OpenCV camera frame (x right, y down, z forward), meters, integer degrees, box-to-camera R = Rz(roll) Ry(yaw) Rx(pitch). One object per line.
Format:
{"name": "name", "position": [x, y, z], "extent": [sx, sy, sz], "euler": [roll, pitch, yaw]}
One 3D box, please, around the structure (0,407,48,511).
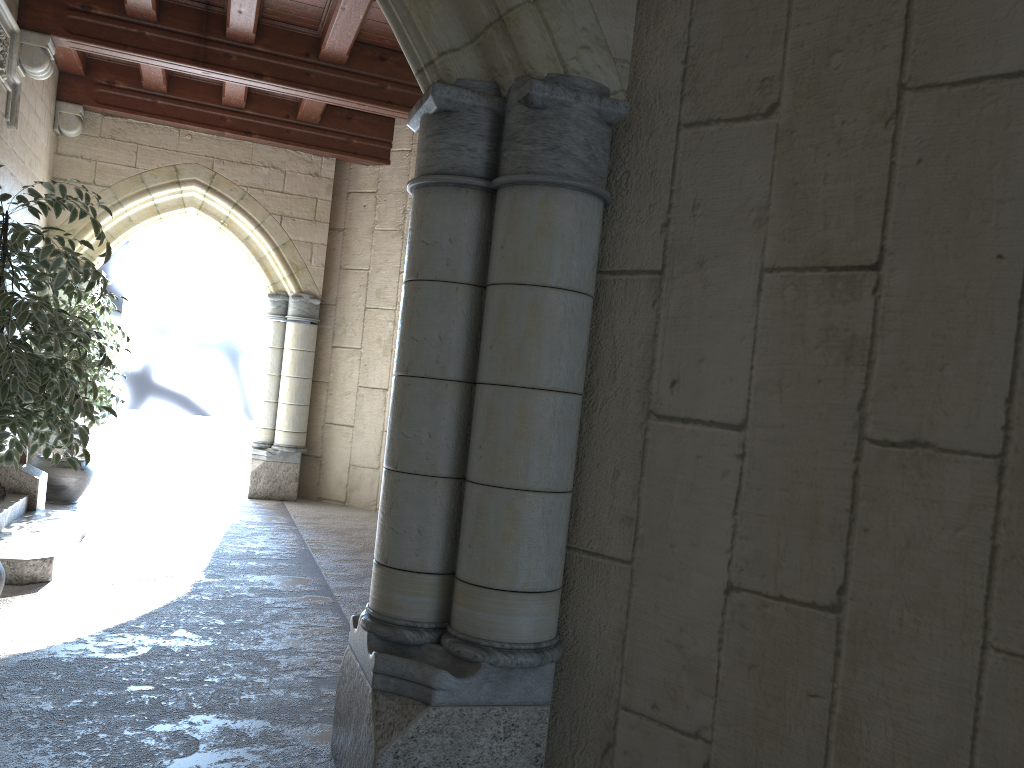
{"name": "structure", "position": [-3.123, 0.166, 5.006], "extent": [0.889, 1.262, 0.472], "euler": [6, 1, -19]}

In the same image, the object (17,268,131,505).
{"name": "object", "position": [-3.073, 0.020, 6.126], "extent": [0.788, 1.619, 0.749], "euler": [6, 1, -23]}

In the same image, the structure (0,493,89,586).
{"name": "structure", "position": [-3.444, 0.340, 4.152], "extent": [2.577, 0.810, 1.459], "euler": [7, -1, -19]}

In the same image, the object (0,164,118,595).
{"name": "object", "position": [-1.792, 0.083, 3.032], "extent": [0.786, 1.619, 0.751], "euler": [6, 1, 12]}
